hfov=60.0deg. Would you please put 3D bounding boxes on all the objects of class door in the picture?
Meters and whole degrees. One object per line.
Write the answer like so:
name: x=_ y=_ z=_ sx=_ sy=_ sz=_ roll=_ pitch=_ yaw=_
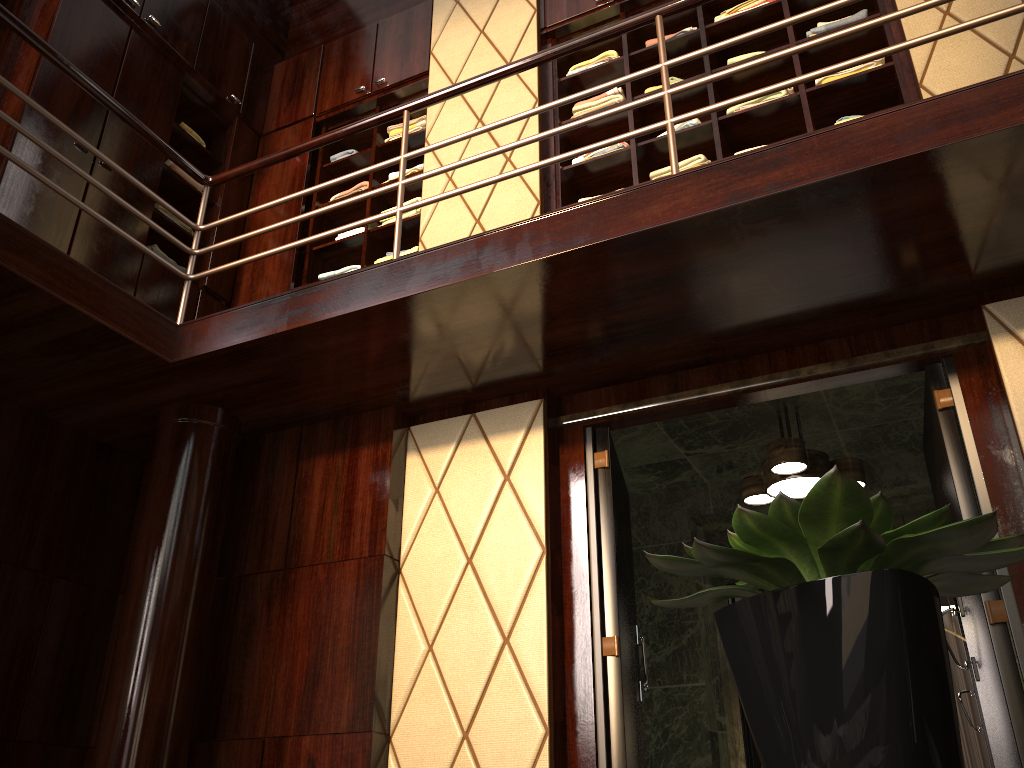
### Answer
door: x=0.969 y=1.009 z=3.070 sx=1.435 sy=1.820 sz=0.828 roll=-12 pitch=-30 yaw=22

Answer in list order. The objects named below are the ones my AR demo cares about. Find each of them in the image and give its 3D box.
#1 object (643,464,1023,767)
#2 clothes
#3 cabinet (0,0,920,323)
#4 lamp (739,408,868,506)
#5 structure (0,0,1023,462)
object: x=0.221 y=0.189 z=0.587 sx=0.256 sy=0.205 sz=0.241 roll=-4 pitch=-27 yaw=7
clothes: x=0.507 y=-1.162 z=4.057 sx=4.996 sy=0.954 sz=0.818 roll=-9 pitch=-29 yaw=17
cabinet: x=0.578 y=-1.514 z=3.294 sx=6.767 sy=2.432 sz=2.576 roll=-13 pitch=-30 yaw=23
lamp: x=1.156 y=0.297 z=3.776 sx=0.515 sy=0.347 sz=0.467 roll=17 pitch=-32 yaw=-30
structure: x=0.020 y=-0.327 z=1.408 sx=6.107 sy=3.189 sz=3.750 roll=-13 pitch=-30 yaw=23
